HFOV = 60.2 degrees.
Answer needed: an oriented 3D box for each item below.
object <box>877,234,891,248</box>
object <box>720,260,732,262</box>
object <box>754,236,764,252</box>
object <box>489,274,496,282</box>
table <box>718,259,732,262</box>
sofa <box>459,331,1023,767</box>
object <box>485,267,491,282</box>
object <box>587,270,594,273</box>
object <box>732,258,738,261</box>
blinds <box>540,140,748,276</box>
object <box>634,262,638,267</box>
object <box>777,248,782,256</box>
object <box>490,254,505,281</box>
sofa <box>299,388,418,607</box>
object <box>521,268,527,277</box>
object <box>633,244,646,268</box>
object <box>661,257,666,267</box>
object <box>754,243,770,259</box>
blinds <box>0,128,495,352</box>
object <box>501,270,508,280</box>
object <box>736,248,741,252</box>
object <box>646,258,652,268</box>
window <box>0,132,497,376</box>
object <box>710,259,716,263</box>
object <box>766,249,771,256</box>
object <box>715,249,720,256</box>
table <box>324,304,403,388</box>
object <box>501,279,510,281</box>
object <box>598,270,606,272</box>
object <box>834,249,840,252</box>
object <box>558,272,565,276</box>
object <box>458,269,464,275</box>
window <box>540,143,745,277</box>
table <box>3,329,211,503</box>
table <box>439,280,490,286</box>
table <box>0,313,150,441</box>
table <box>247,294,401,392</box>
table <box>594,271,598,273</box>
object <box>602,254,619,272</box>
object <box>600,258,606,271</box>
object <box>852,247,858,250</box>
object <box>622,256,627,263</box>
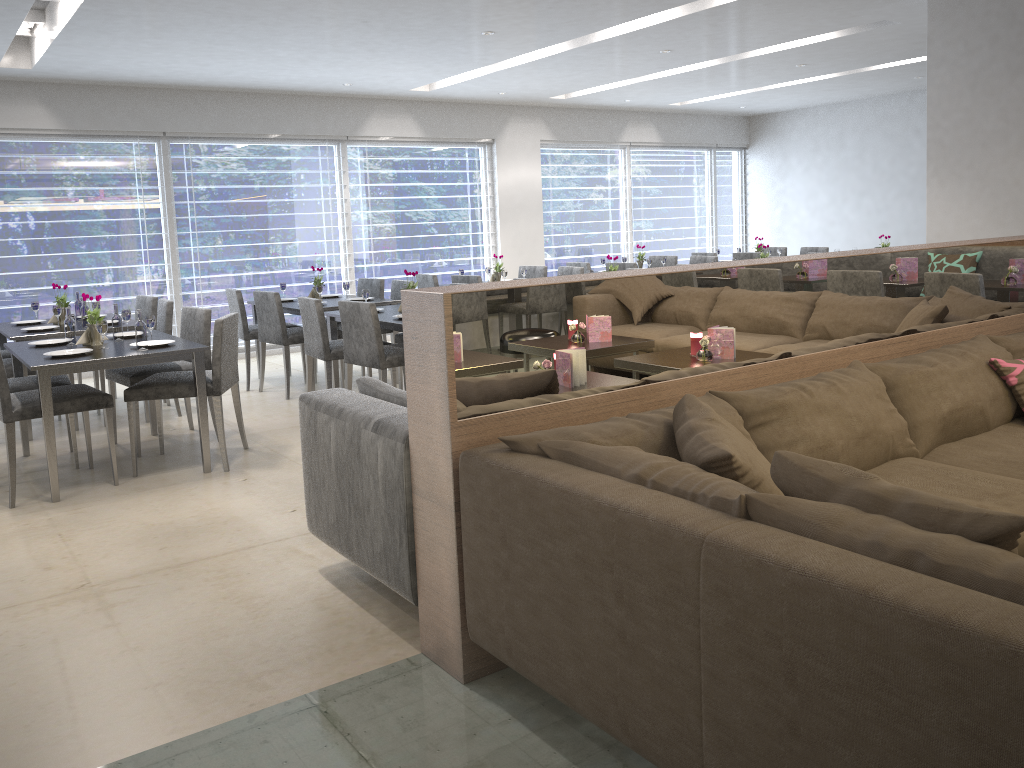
[{"bbox_3d":[3.602,-1.313,8.560,0.104,0.274,0.155,-7,9,-37],"label":"object"},{"bbox_3d":[2.436,-1.383,9.948,0.217,0.015,0.219,4,12,33],"label":"object"},{"bbox_3d":[2.734,-1.501,9.803,0.104,0.274,0.155,-7,9,-37],"label":"object"},{"bbox_3d":[-0.163,-0.938,7.887,0.070,0.099,0.205,1,10,25],"label":"object"},{"bbox_3d":[2.772,-1.054,9.857,0.781,0.628,1.195,-8,11,-34],"label":"table"},{"bbox_3d":[2.315,0.380,1.978,3.784,0.669,3.197,-9,12,-34],"label":"sofa"},{"bbox_3d":[-0.224,-1.028,8.290,0.053,0.138,0.054,-2,7,7],"label":"object"},{"bbox_3d":[0.628,-0.838,7.042,0.053,0.138,0.054,-1,7,13],"label":"object"},{"bbox_3d":[2.022,-1.074,8.005,0.053,0.138,0.054,-1,7,13],"label":"object"},{"bbox_3d":[1.839,-2.105,11.460,3.668,2.026,0.045,-9,9,-34],"label":"blinds"},{"bbox_3d":[1.238,-1.175,8.855,0.070,0.099,0.205,1,10,25],"label":"object"},{"bbox_3d":[2.964,-1.440,9.790,0.053,0.138,0.054,-1,7,13],"label":"object"},{"bbox_3d":[-0.126,-1.017,7.828,0.104,0.274,0.155,-7,9,-37],"label":"object"},{"bbox_3d":[1.040,0.125,3.816,3.817,0.622,0.840,-10,11,-34],"label":"sofa"},{"bbox_3d":[0.106,-0.957,7.817,0.053,0.138,0.054,-2,7,7],"label":"object"},{"bbox_3d":[1.275,-1.254,8.795,0.104,0.274,0.155,-7,9,-37],"label":"object"},{"bbox_3d":[1.506,-1.193,8.784,0.053,0.138,0.054,-1,7,13],"label":"object"},{"bbox_3d":[2.143,-1.066,7.553,0.104,0.274,0.155,-7,9,-37],"label":"object"},{"bbox_3d":[-3.093,-1.271,8.054,7.131,2.025,0.045,-9,9,-34],"label":"blinds"},{"bbox_3d":[-0.063,-0.917,7.642,0.053,0.138,0.054,-2,7,7],"label":"object"},{"bbox_3d":[2.633,-1.511,10.263,0.053,0.138,0.054,-1,7,13],"label":"object"},{"bbox_3d":[1.337,-1.154,8.609,0.053,0.138,0.054,-1,7,13],"label":"object"},{"bbox_3d":[-3.144,-1.260,8.149,7.137,2.054,0.159,-9,9,-34],"label":"window"},{"bbox_3d":[1.783,-1.034,7.840,0.053,0.138,0.054,-1,7,13],"label":"object"},{"bbox_3d":[2.794,-1.400,9.615,0.053,0.138,0.054,-1,7,13],"label":"object"},{"bbox_3d":[2.359,-1.478,10.145,0.053,0.138,0.054,-1,7,13],"label":"object"},{"bbox_3d":[-0.606,-0.148,5.682,0.781,0.628,1.195,-8,11,-34],"label":"table"},{"bbox_3d":[-0.107,-0.953,8.192,0.218,0.015,0.218,-9,12,-34],"label":"object"},{"bbox_3d":[0.978,-1.137,8.941,0.217,0.015,0.219,4,12,33],"label":"object"},{"bbox_3d":[3.260,-1.283,8.859,0.053,0.138,0.054,-1,7,13],"label":"object"},{"bbox_3d":[0.389,-0.798,6.877,0.053,0.138,0.054,-2,7,7],"label":"object"},{"bbox_3d":[-0.463,-0.988,8.125,0.053,0.138,0.054,-2,7,7],"label":"object"},{"bbox_3d":[1.772,-2.090,11.543,3.677,2.055,0.159,-9,9,-34],"label":"window"},{"bbox_3d":[-2.128,0.109,4.632,0.781,0.628,1.195,-8,11,-34],"label":"table"},{"bbox_3d":[-0.087,-0.571,7.882,0.781,0.628,1.195,-8,11,-34],"label":"table"},{"bbox_3d":[-2.944,-0.088,5.909,0.781,0.628,1.195,-8,11,-34],"label":"table"},{"bbox_3d":[-1.474,-0.336,6.925,0.781,0.628,1.195,-8,11,-34],"label":"table"},{"bbox_3d":[1.314,-0.808,8.850,0.781,0.628,1.195,-8,11,-34],"label":"table"},{"bbox_3d":[0.742,-0.829,6.586,0.104,0.274,0.155,-7,9,-37],"label":"object"},{"bbox_3d":[0.937,-1.224,9.091,0.053,0.138,0.054,-1,7,13],"label":"object"},{"bbox_3d":[3.499,-1.324,9.025,0.053,0.138,0.054,-1,7,13],"label":"object"},{"bbox_3d":[1.176,-1.265,9.257,0.053,0.138,0.054,-1,7,13],"label":"object"}]
